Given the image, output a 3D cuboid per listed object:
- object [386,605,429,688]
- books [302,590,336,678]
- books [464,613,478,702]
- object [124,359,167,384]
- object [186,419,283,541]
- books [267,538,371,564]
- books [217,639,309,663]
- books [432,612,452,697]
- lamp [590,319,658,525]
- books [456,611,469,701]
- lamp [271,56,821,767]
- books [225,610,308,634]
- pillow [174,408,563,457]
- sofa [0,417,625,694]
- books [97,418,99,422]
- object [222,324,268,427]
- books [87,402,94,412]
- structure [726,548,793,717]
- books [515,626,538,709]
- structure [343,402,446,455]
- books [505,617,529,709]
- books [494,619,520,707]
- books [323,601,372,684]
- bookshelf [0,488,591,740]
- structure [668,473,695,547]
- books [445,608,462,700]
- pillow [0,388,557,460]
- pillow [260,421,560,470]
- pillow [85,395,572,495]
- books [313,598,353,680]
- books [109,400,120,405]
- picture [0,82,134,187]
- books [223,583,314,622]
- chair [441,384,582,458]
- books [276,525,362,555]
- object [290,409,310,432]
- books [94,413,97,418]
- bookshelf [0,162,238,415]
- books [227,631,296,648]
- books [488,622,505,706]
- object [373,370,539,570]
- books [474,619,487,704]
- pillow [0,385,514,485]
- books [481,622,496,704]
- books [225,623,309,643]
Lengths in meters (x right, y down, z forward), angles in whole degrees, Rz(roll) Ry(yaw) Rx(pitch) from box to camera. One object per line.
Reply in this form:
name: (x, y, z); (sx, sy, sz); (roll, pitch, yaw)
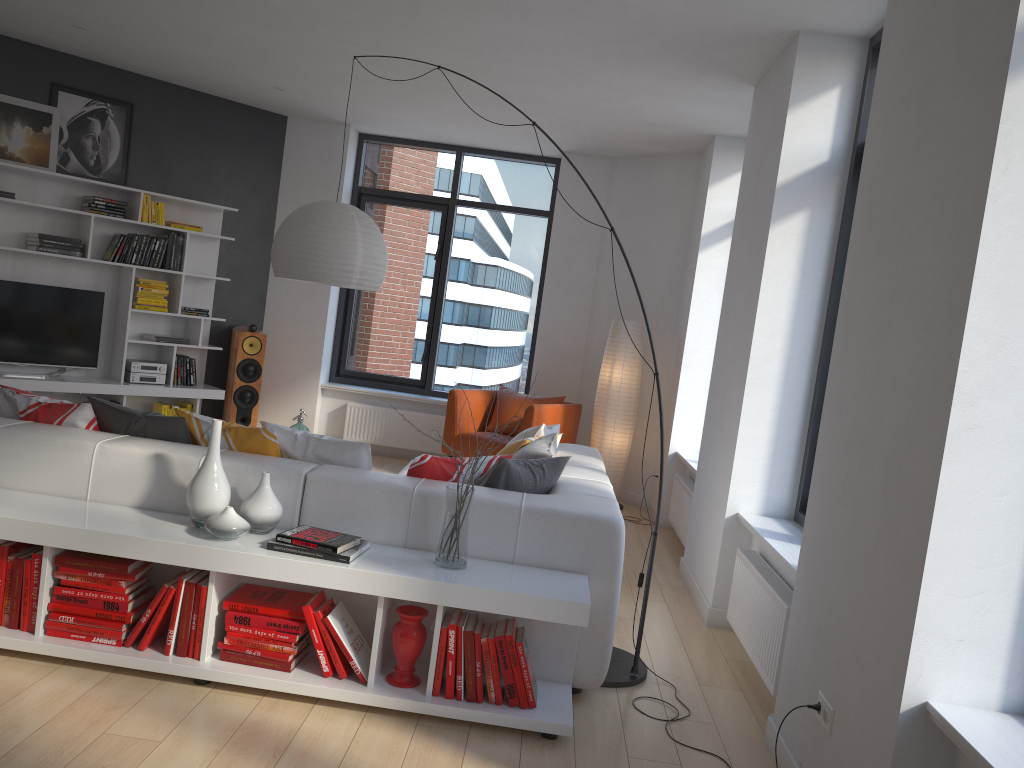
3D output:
object: (-0.369, 0.929, 3.146); (0.125, 0.258, 0.125); (6, 4, -20)
books: (-0.674, 0.890, 3.177); (0.134, 0.248, 0.192); (8, 4, 2)
books: (-0.140, 0.965, 3.141); (0.076, 0.252, 0.199); (8, 4, 2)
object: (-3.073, -0.102, 7.391); (0.285, 0.174, 0.270); (4, 5, -42)
object: (-1.018, 0.339, 3.232); (0.316, 0.398, 0.319); (10, 4, 26)
books: (-0.685, 0.576, 3.173); (0.300, 0.026, 0.245); (8, 4, 7)
books: (-0.894, 0.937, 3.195); (0.266, 0.026, 0.187); (8, 4, 8)
books: (-0.243, 0.951, 3.131); (0.026, 0.250, 0.168); (8, 4, 2)
lamp: (0.927, 0.271, 7.122); (0.502, 1.550, 0.804); (5, 5, -37)
books: (-0.174, 0.956, 3.134); (0.056, 0.262, 0.185); (8, 4, 3)
lamp: (0.048, -0.191, 3.895); (3.199, 2.647, 0.710); (11, 5, 38)
books: (-0.863, 0.832, 3.207); (0.279, 0.039, 0.206); (8, 4, 1)
pillow: (-0.581, 0.404, 4.368); (2.095, 0.440, 0.630); (5, 5, -40)
sofa: (-1.213, 0.553, 4.685); (3.424, 0.732, 2.614); (8, 4, 2)
books: (-3.332, 0.274, 7.099); (0.069, 0.242, 0.172); (4, 5, -42)
object: (-2.413, -0.006, 7.949); (0.290, 1.088, 0.434); (6, 4, -28)
books: (-3.398, 0.271, 7.074); (0.096, 0.234, 0.187); (4, 5, -42)
structure: (1.095, 1.061, 3.831); (0.110, 0.460, 1.015); (8, 4, 2)
books: (0.052, 1.001, 3.144); (0.103, 0.230, 0.173); (8, 4, 2)
structure: (-0.846, 0.499, 8.339); (1.474, 0.460, 0.110); (8, 4, 2)
books: (0.021, 0.984, 3.143); (0.116, 0.255, 0.198); (8, 4, 2)
books: (-0.013, 0.983, 3.141); (0.119, 0.249, 0.187); (8, 4, 2)
books: (-0.574, 0.920, 3.167); (0.186, 0.223, 0.188); (8, 4, 3)
bookshelf: (-1.048, 0.791, 3.202); (2.600, 0.500, 0.356); (8, 4, 2)
structure: (1.212, 0.926, 6.128); (0.110, 0.460, 1.015); (8, 4, 2)
books: (-0.205, 0.947, 3.137); (0.050, 0.268, 0.198); (8, 4, 2)
pillow: (-1.207, 0.310, 4.181); (2.953, 0.453, 0.647); (7, 4, -10)
pillow: (-0.370, 0.398, 4.607); (0.580, 0.456, 2.156); (10, 4, 28)
pillow: (-0.805, 0.392, 3.841); (2.120, 0.436, 0.608); (8, 4, -2)
books: (-0.628, 0.906, 3.169); (0.148, 0.232, 0.171); (8, 4, 4)
books: (-3.258, 0.268, 7.199); (0.066, 0.260, 0.197); (4, 5, -42)
picture: (-3.578, -1.967, 6.797); (1.279, 0.707, 0.076); (4, 5, -42)
books: (-0.863, 0.795, 3.229); (0.301, 0.032, 0.227); (8, 4, 2)
chair: (0.012, 0.471, 7.461); (0.896, 0.858, 0.843); (10, 5, 34)
books: (-0.684, 0.552, 3.146); (0.238, 0.027, 0.188); (9, 4, 16)
object: (-1.375, 0.270, 5.388); (0.330, 0.265, 0.330); (10, 4, 26)
books: (-3.366, 0.274, 7.085); (0.081, 0.233, 0.169); (4, 5, -43)
bookshelf: (-3.641, -0.580, 6.721); (3.000, 2.052, 0.455); (4, 5, -42)
books: (-0.879, 0.890, 3.190); (0.236, 0.023, 0.178); (8, 4, 2)
books: (-0.053, 0.985, 3.136); (0.083, 0.233, 0.178); (8, 4, 2)
object: (-0.150, 0.291, 3.106); (0.406, 0.744, 0.607); (11, 5, 42)
books: (-0.112, 0.972, 3.129); (0.066, 0.247, 0.175); (8, 4, 3)
pillow: (-1.132, 0.373, 3.848); (2.250, 0.449, 0.575); (8, 4, 0)
books: (-0.078, 0.983, 3.134); (0.081, 0.230, 0.165); (8, 4, 2)
books: (-0.866, 0.866, 3.192); (0.261, 0.027, 0.191); (8, 4, 6)
